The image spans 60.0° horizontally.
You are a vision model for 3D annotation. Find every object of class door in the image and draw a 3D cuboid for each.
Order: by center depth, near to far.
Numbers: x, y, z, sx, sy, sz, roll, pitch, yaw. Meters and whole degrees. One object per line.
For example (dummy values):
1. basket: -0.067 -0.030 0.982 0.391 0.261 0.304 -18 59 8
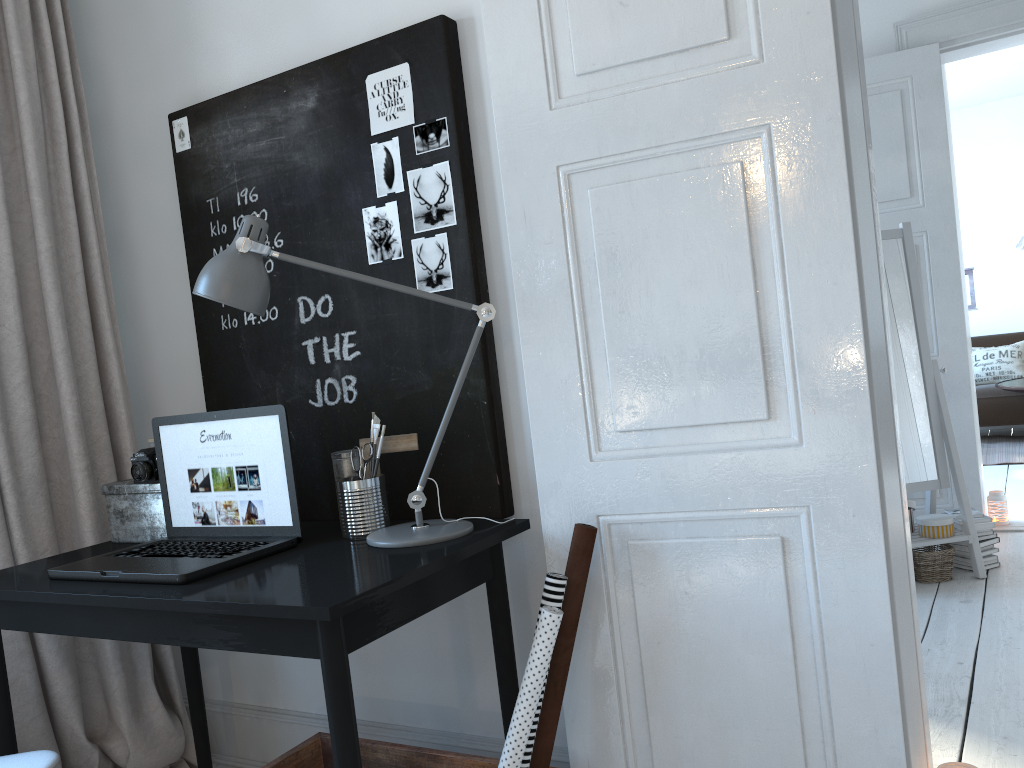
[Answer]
1. door: 1.259 -0.330 1.445 2.600 2.507 0.576 -6 3 30
2. door: 2.766 -0.581 4.040 2.600 2.507 0.576 -6 3 30

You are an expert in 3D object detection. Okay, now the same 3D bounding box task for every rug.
1. rug: 4.236 0.414 6.335 1.711 0.055 1.454 -6 2 31

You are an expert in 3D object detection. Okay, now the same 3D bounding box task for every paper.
1. paper: -0.008 0.738 1.682 0.283 0.627 0.041 -6 3 9
2. paper: 0.019 0.716 1.733 0.266 0.669 0.043 -7 3 -14
3. paper: 0.072 0.666 1.778 0.297 0.747 0.048 -7 3 -14

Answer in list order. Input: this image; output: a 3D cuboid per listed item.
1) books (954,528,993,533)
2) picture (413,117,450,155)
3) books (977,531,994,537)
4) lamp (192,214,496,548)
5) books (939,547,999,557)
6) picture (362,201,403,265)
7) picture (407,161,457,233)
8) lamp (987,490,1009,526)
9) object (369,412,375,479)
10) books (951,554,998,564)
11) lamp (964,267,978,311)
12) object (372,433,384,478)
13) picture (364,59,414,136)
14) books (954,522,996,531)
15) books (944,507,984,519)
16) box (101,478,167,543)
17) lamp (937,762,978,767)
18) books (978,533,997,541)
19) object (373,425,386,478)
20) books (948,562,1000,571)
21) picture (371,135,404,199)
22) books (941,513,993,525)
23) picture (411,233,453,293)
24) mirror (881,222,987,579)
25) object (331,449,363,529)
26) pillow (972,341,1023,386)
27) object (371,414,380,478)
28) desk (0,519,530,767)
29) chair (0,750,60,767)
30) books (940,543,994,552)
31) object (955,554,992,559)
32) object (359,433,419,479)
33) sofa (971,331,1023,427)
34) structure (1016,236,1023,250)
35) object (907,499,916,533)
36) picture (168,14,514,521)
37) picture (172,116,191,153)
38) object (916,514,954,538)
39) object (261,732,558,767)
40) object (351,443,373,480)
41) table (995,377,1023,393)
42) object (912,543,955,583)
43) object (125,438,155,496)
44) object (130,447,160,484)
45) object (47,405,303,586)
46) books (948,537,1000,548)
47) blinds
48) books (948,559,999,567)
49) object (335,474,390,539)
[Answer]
1. books: 1.944 0.612 3.792 0.128 0.016 0.180 -7 2 1
2. picture: -0.188 -0.578 2.060 0.095 0.071 0.001 -6 3 30
3. books: 1.947 0.628 3.795 0.128 0.016 0.176 -7 2 -3
4. lamp: -0.329 -0.017 1.888 0.617 0.716 0.230 -7 3 1
5. books: 1.956 0.708 3.795 0.132 0.017 0.187 -7 2 -23
6. picture: -0.315 -0.366 2.155 0.107 0.150 0.001 -5 3 30
7. picture: -0.189 -0.439 2.075 0.121 0.153 0.002 -5 3 30
8. lamp: 2.415 0.616 4.408 0.089 0.166 0.089 -5 3 29
9. object: -0.318 0.199 2.001 0.060 0.268 0.008 -9 4 -43
10. books: 1.959 0.737 3.798 0.128 0.016 0.180 -7 2 -15
11. lamp: 3.298 -1.421 6.674 0.228 1.763 0.228 -5 3 27
12. object: -0.314 0.224 1.990 0.082 0.222 0.009 -8 3 -30
13. picture: -0.290 -0.682 2.105 0.148 0.154 0.004 -5 3 30
14. books: 1.946 0.590 3.781 0.128 0.026 0.200 -7 2 2
15. books: 1.936 0.553 3.801 0.111 0.014 0.156 -6 2 10
16. box: -0.903 0.320 2.318 0.317 0.152 0.192 -6 2 30
17. lamp: 0.914 0.866 1.796 0.089 0.166 0.089 -6 3 23
18. books: 1.954 0.644 3.795 0.128 0.016 0.178 -7 2 -17
19. object: -0.308 0.214 1.980 0.084 0.240 0.009 -6 3 7
20. books: 1.969 0.769 3.801 0.128 0.016 0.178 -7 2 -22
21. picture: -0.299 -0.520 2.130 0.083 0.146 0.002 -5 3 30
22. books: 1.939 0.569 3.787 0.132 0.017 0.186 -7 2 3
23. picture: -0.189 -0.285 2.092 0.103 0.136 0.001 -5 3 30
24. mirror: 1.550 0.076 3.747 0.610 1.490 0.416 -7 3 -5
25. object: -0.380 0.252 2.109 0.079 0.188 0.078 -6 3 9
26. pillow: 4.037 -0.161 7.394 0.519 0.367 0.238 -6 3 30
27. object: -0.314 0.201 1.999 0.062 0.264 0.012 -8 3 -17
28. desk: -0.577 0.750 1.978 1.160 0.759 0.650 -6 2 30
29. chair: -1.088 0.789 1.538 0.474 0.825 0.554 -7 2 -5
30. books: 1.948 0.689 3.802 0.128 0.022 0.167 -8 2 -26
31. object: 1.956 0.721 3.811 0.111 0.014 0.156 -7 2 -17
32. object: -0.274 0.224 2.023 0.138 0.209 0.034 -6 3 10
33. sofa: 4.575 -0.044 6.971 2.166 0.825 0.967 -6 2 30
34. structure: 4.700 -1.420 7.278 1.026 0.478 0.085 -6 3 30
35. object: 1.645 0.558 3.866 0.207 0.159 0.240 -5 2 38
36. picture: -0.484 -0.223 2.305 0.953 1.173 0.063 -5 3 30
37. picture: -0.921 -0.695 2.471 0.061 0.088 0.004 -6 3 27
38. object: 1.763 0.591 3.691 0.142 0.074 0.142 -6 2 14
39. object: -0.243 0.955 1.808 0.665 0.282 0.339 -6 2 30
40. object: -0.344 0.235 2.016 0.050 0.198 0.081 -8 3 -34
41. table: 4.195 0.193 6.303 1.300 0.503 1.298 -6 2 21
42. object: 1.739 0.742 3.741 0.185 0.140 0.295 -7 2 2
43. object: -0.958 0.212 2.309 0.056 0.130 0.167 -5 2 29
44. object: -0.911 0.204 2.203 0.137 0.087 0.073 -6 2 30
45. object: -0.744 0.232 1.916 0.446 0.315 0.325 -6 2 31
46. books: 1.953 0.665 3.788 0.128 0.022 0.193 -8 2 -27
47. blinds: -1.350 -0.120 2.253 0.225 2.649 0.830 -5 3 30
48. books: 1.962 0.753 3.800 0.128 0.016 0.177 -7 2 -19
49. object: -0.336 0.275 2.003 0.108 0.128 0.108 -9 3 -45
